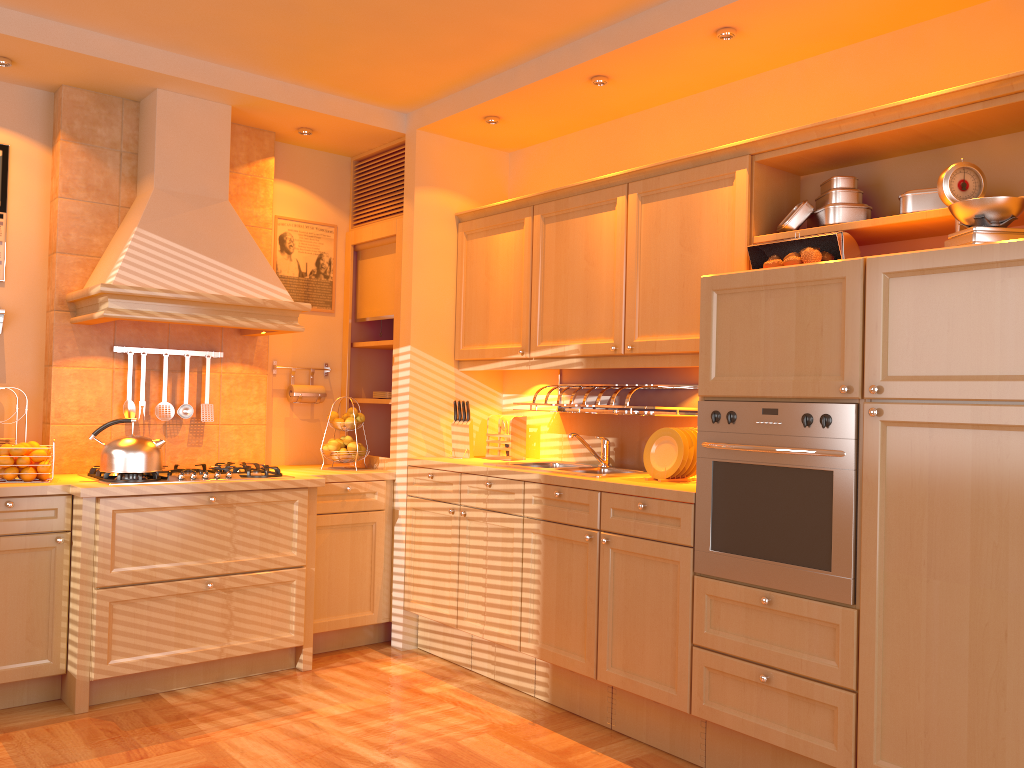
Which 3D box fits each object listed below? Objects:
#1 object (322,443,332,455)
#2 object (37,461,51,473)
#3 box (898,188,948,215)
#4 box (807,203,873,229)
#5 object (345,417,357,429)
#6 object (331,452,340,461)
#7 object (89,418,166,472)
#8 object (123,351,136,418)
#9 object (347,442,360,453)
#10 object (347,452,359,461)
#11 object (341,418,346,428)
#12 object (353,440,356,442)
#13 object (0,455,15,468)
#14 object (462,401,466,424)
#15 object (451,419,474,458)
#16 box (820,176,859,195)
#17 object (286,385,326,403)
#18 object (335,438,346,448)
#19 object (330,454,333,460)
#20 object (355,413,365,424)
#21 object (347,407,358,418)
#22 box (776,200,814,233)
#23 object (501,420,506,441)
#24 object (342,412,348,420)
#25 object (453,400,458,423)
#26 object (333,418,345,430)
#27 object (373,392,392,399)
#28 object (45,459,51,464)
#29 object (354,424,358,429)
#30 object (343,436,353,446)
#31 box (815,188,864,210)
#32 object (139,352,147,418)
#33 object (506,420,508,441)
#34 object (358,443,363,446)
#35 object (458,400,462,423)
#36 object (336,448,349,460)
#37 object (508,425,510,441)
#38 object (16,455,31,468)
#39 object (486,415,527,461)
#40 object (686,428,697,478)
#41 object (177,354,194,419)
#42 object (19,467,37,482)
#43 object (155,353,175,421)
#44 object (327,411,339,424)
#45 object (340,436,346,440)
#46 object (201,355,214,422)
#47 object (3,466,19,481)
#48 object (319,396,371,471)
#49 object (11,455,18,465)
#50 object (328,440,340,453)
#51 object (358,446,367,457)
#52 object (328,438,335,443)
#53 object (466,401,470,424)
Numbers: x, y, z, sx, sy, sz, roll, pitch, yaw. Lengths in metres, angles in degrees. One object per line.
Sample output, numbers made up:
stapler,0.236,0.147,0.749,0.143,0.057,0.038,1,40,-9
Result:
object,-0.946,0.333,4.542,0.063,0.063,0.063,2,-1,-28
object,-1.890,0.338,3.580,0.052,0.054,0.061,2,-1,-12
box,1.384,-0.575,2.864,0.242,0.090,0.169,1,-1,32
box,1.159,-0.575,3.149,0.169,0.090,0.242,2,-1,-3
object,-0.828,0.200,4.563,0.064,0.063,0.063,2,-1,-23
object,-0.902,0.369,4.562,0.052,0.056,0.057,1,-1,13
object,-1.591,0.249,3.706,0.242,0.215,0.251,1,-1,38
object,-1.743,0.010,4.050,0.055,0.323,0.028,2,-1,-39
object,-0.808,0.324,4.517,0.063,0.060,0.064,2,-1,-24
object,-0.820,0.367,4.567,0.063,0.061,0.064,1,-1,29
object,-0.891,0.206,4.637,0.057,0.056,0.051,1,-1,10
object,-0.821,0.322,4.601,0.057,0.059,0.058,1,-1,14
object,-2.011,0.308,3.522,0.063,0.051,0.053,2,-1,-21
object,-0.247,0.216,4.485,0.019,0.265,0.038,1,-1,34
object,-0.250,0.274,4.500,0.100,0.200,0.070,1,-1,24
box,1.162,-0.698,3.152,0.098,0.052,0.140,2,-1,-3
object,-1.100,0.053,4.743,0.186,0.094,0.096,2,-1,-39
object,-0.884,0.310,4.550,0.063,0.061,0.063,1,-1,24
object,-0.923,0.374,4.610,0.046,0.043,0.047,1,-1,11
object,-0.791,0.179,4.602,0.058,0.060,0.057,2,-1,-18
object,-0.823,0.149,4.576,0.055,0.059,0.058,1,-1,7
box,1.021,-0.596,3.197,0.117,0.129,0.098,2,-1,-3
object,-0.038,0.275,4.431,0.042,0.192,0.040,1,-1,11
object,-0.859,0.172,4.611,0.050,0.051,0.051,2,-1,-15
object,-0.288,0.216,4.504,0.019,0.265,0.037,1,-1,15
object,-0.893,0.206,4.578,0.064,0.058,0.063,1,-1,17
object,-0.645,0.064,4.830,0.222,0.039,0.222,2,-1,-22
object,-1.922,0.331,3.642,0.051,0.055,0.061,2,-1,-10
object,-0.831,0.208,4.626,0.058,0.059,0.058,2,-1,-8
object,-0.840,0.290,4.541,0.049,0.052,0.050,2,-1,-32
box,1.160,-0.644,3.151,0.124,0.066,0.177,2,-1,-3
object,-1.705,0.010,4.095,0.028,0.319,0.006,2,-1,-39
object,-0.023,0.278,4.426,0.020,0.196,0.017,2,-1,-14
object,-0.805,0.335,4.678,0.045,0.047,0.046,1,-1,6
object,-0.268,0.216,4.495,0.019,0.265,0.038,1,-1,34
object,-0.864,0.356,4.517,0.064,0.062,0.064,1,-1,38
object,-0.012,0.278,4.421,0.018,0.196,0.022,2,-1,-35
object,-1.958,0.311,3.554,0.052,0.053,0.062,2,-1,-17
object,-0.030,0.269,4.482,0.103,0.221,0.200,2,-1,-39
object,0.701,0.274,3.526,0.049,0.200,0.205,2,-1,-38
object,-1.560,0.011,4.230,0.077,0.309,0.037,2,-1,-40
object,-1.944,0.363,3.565,0.074,0.063,0.064,1,-1,31
object,-1.623,0.013,4.156,0.090,0.320,0.017,2,-1,-39
object,-0.931,0.173,4.613,0.061,0.064,0.063,2,-1,-30
object,-0.866,0.292,4.600,0.051,0.048,0.050,2,-1,-6
object,-1.467,0.021,4.282,0.061,0.323,0.020,2,-1,-39
object,-1.994,0.355,3.530,0.052,0.057,0.060,1,-1,12
object,-0.865,0.252,4.600,0.265,0.376,0.265,1,-1,10
object,-2.009,0.307,3.580,0.051,0.053,0.064,1,-1,13
object,-0.900,0.316,4.496,0.056,0.063,0.065,1,-1,27
object,-0.790,0.351,4.636,0.059,0.059,0.058,1,-1,4
object,-0.927,0.310,4.595,0.055,0.058,0.056,2,-1,-4
object,-0.225,0.217,4.475,0.019,0.265,0.037,1,-1,34
